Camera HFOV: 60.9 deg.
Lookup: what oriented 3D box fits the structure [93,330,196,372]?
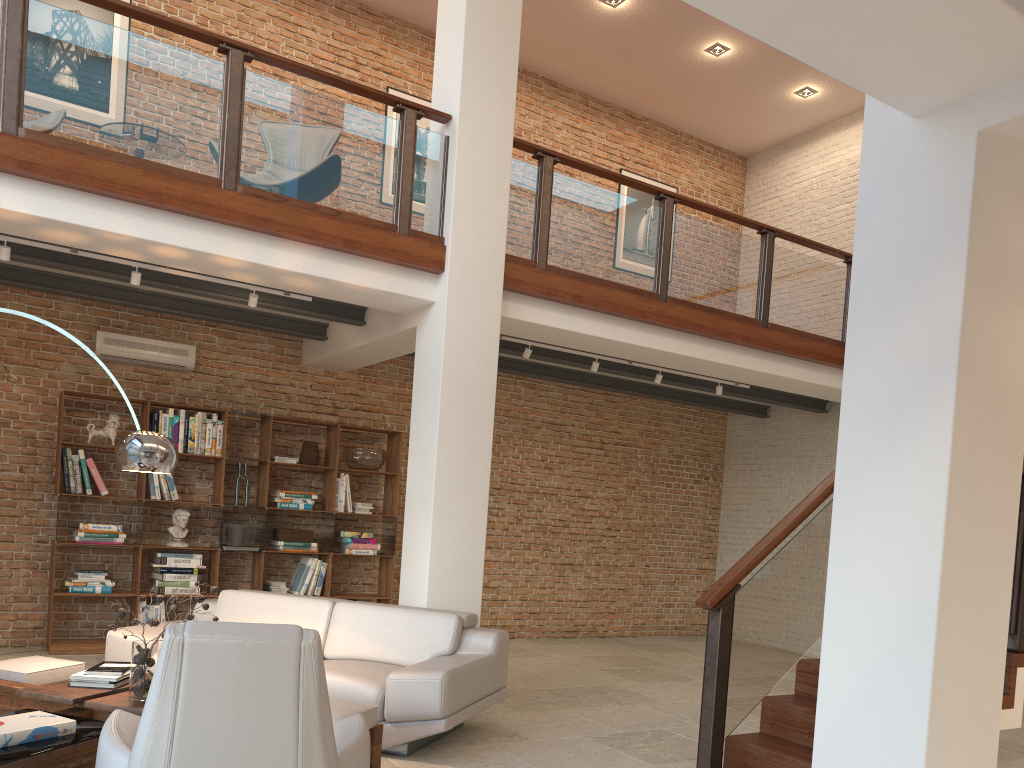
[{"bbox_3d":[-3.243,-0.281,7.709,0.820,0.217,0.200,9,-5,-32],"label":"structure"}]

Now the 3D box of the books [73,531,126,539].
[{"bbox_3d":[-3.545,1.293,7.481,0.384,0.036,0.244,11,-11,-38],"label":"books"}]

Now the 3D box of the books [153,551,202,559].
[{"bbox_3d":[-3.012,1.539,7.849,0.383,0.036,0.245,9,-10,-32],"label":"books"}]

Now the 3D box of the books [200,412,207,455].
[{"bbox_3d":[-2.818,0.456,7.891,0.037,0.381,0.243,3,-1,-32],"label":"books"}]

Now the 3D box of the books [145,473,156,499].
[{"bbox_3d":[-3.208,0.826,7.692,0.102,0.381,0.243,3,-1,-32],"label":"books"}]

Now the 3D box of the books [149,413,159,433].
[{"bbox_3d":[-3.169,0.427,7.684,0.056,0.328,0.254,3,-1,-32],"label":"books"}]

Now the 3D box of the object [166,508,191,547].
[{"bbox_3d":[-2.994,1.289,7.830,0.197,0.348,0.194,4,-1,-16],"label":"object"}]

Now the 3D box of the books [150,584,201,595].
[{"bbox_3d":[-3.026,1.848,7.842,0.384,0.064,0.244,11,-10,-37],"label":"books"}]

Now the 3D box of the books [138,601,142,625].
[{"bbox_3d":[-3.310,2.073,7.692,0.037,0.381,0.243,3,-1,-32],"label":"books"}]

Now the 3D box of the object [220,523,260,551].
[{"bbox_3d":[-2.541,1.418,8.089,0.338,0.231,0.284,7,-6,-32],"label":"object"}]

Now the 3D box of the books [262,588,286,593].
[{"bbox_3d":[-2.280,1.976,8.342,0.164,0.017,0.252,10,-11,-36],"label":"books"}]

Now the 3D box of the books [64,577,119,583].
[{"bbox_3d":[-3.610,1.681,7.478,0.384,0.018,0.244,11,-11,-39],"label":"books"}]

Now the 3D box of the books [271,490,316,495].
[{"bbox_3d":[-2.104,1.044,8.376,0.359,0.020,0.273,10,-11,-33],"label":"books"}]

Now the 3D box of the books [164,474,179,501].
[{"bbox_3d":[-3.064,0.873,7.763,0.159,0.327,0.254,4,-2,-32],"label":"books"}]

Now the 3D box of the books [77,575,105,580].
[{"bbox_3d":[-3.622,1.657,7.497,0.208,0.033,0.133,9,-10,-32],"label":"books"}]

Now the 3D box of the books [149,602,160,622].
[{"bbox_3d":[-3.195,2.119,7.769,0.056,0.328,0.254,3,-1,-32],"label":"books"}]

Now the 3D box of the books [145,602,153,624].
[{"bbox_3d":[-3.245,2.112,7.744,0.058,0.328,0.254,3,-1,-32],"label":"books"}]

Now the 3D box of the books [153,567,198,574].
[{"bbox_3d":[-3.024,1.665,7.820,0.330,0.055,0.255,10,-11,-37],"label":"books"}]

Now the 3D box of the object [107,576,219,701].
[{"bbox_3d":[-1.677,1.242,4.304,0.316,0.603,0.548,4,-3,29],"label":"object"}]

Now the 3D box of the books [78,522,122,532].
[{"bbox_3d":[-3.545,1.229,7.497,0.329,0.055,0.255,9,-10,-29],"label":"books"}]

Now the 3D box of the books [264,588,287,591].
[{"bbox_3d":[-2.270,1.966,8.352,0.158,0.008,0.243,10,-11,-36],"label":"books"}]

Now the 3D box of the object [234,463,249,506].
[{"bbox_3d":[-2.495,0.927,8.058,0.122,0.397,0.061,4,1,-29],"label":"object"}]

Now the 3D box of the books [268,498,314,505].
[{"bbox_3d":[-2.122,1.125,8.369,0.383,0.036,0.245,9,-10,-32],"label":"books"}]

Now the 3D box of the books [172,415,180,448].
[{"bbox_3d":[-3.024,0.451,7.775,0.056,0.328,0.254,3,-1,-32],"label":"books"}]

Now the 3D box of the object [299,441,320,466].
[{"bbox_3d":[-1.942,0.669,8.374,0.192,0.231,0.195,3,-3,16],"label":"object"}]

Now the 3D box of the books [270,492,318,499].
[{"bbox_3d":[-2.094,1.071,8.361,0.384,0.036,0.244,11,-11,-38],"label":"books"}]

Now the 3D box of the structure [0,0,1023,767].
[{"bbox_3d":[2.215,-0.055,3.141,10.244,4.103,13.890,9,-9,-31],"label":"structure"}]

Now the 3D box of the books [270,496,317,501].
[{"bbox_3d":[-2.102,1.099,8.368,0.384,0.018,0.244,11,-11,-39],"label":"books"}]

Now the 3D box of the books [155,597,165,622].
[{"bbox_3d":[-3.151,2.102,7.820,0.079,0.383,0.243,3,-1,-32],"label":"books"}]

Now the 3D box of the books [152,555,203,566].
[{"bbox_3d":[-3.013,1.591,7.857,0.384,0.064,0.244,11,-10,-37],"label":"books"}]

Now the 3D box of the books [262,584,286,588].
[{"bbox_3d":[-2.277,1.932,8.341,0.164,0.017,0.253,9,-10,-31],"label":"books"}]

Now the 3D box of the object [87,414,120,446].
[{"bbox_3d":[-3.476,0.380,7.414,0.253,0.281,0.130,5,-1,-24],"label":"object"}]

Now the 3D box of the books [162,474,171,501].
[{"bbox_3d":[-3.112,0.859,7.749,0.125,0.346,0.271,4,-2,-32],"label":"books"}]

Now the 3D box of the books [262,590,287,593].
[{"bbox_3d":[-2.271,1.991,8.352,0.158,0.008,0.243,10,-11,-36],"label":"books"}]

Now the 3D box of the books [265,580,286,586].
[{"bbox_3d":[-2.266,1.909,8.351,0.134,0.033,0.206,10,-11,-36],"label":"books"}]

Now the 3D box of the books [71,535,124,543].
[{"bbox_3d":[-3.560,1.329,7.482,0.383,0.036,0.244,10,-11,-36],"label":"books"}]

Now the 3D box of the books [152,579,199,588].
[{"bbox_3d":[-3.033,1.790,7.855,0.365,0.055,0.283,9,-10,-29],"label":"books"}]

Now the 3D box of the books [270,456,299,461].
[{"bbox_3d":[-2.166,0.706,8.250,0.239,0.018,0.171,11,-11,-38],"label":"books"}]

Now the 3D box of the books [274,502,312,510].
[{"bbox_3d":[-2.103,1.173,8.375,0.328,0.055,0.256,7,-9,-22],"label":"books"}]

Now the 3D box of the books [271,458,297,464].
[{"bbox_3d":[-2.159,0.733,8.248,0.208,0.033,0.133,9,-10,-32],"label":"books"}]

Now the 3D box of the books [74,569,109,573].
[{"bbox_3d":[-3.609,1.604,7.485,0.254,0.017,0.162,9,-10,-32],"label":"books"}]

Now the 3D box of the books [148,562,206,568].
[{"bbox_3d":[-3.014,1.630,7.838,0.448,0.020,0.273,9,-10,-32],"label":"books"}]

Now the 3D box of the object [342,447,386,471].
[{"bbox_3d":[-1.480,0.760,8.716,0.437,0.217,0.441,3,-7,10],"label":"object"}]

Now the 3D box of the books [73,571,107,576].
[{"bbox_3d":[-3.629,1.631,7.499,0.239,0.018,0.171,11,-11,-38],"label":"books"}]

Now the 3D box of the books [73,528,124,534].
[{"bbox_3d":[-3.555,1.266,7.496,0.359,0.020,0.273,10,-11,-33],"label":"books"}]

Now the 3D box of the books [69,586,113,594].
[{"bbox_3d":[-3.612,1.755,7.485,0.328,0.055,0.256,7,-9,-22],"label":"books"}]

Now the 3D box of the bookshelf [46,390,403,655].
[{"bbox_3d":[-2.546,1.372,8.102,3.059,2.186,0.363,7,-1,-32],"label":"bookshelf"}]

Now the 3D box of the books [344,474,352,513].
[{"bbox_3d":[-1.666,1.084,8.664,0.102,0.381,0.243,3,-1,-32],"label":"books"}]

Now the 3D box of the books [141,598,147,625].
[{"bbox_3d":[-3.288,2.080,7.726,0.037,0.381,0.243,3,-1,-32],"label":"books"}]

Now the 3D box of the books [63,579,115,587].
[{"bbox_3d":[-3.631,1.707,7.479,0.383,0.036,0.245,9,-10,-32],"label":"books"}]

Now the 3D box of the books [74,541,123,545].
[{"bbox_3d":[-3.558,1.359,7.493,0.359,0.020,0.273,9,-10,-32],"label":"books"}]

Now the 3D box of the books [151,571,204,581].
[{"bbox_3d":[-3.011,1.731,7.846,0.244,0.064,0.384,-4,-12,44],"label":"books"}]

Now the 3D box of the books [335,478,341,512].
[{"bbox_3d":[-1.767,1.091,8.577,0.056,0.328,0.254,3,-1,-32],"label":"books"}]

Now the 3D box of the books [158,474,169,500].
[{"bbox_3d":[-3.125,0.855,7.730,0.125,0.346,0.271,4,-2,-32],"label":"books"}]

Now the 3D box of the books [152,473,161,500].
[{"bbox_3d":[-3.164,0.830,7.692,0.104,0.381,0.243,3,-1,-32],"label":"books"}]

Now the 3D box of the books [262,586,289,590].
[{"bbox_3d":[-2.267,1.954,8.361,0.173,0.018,0.236,11,-11,-38],"label":"books"}]
